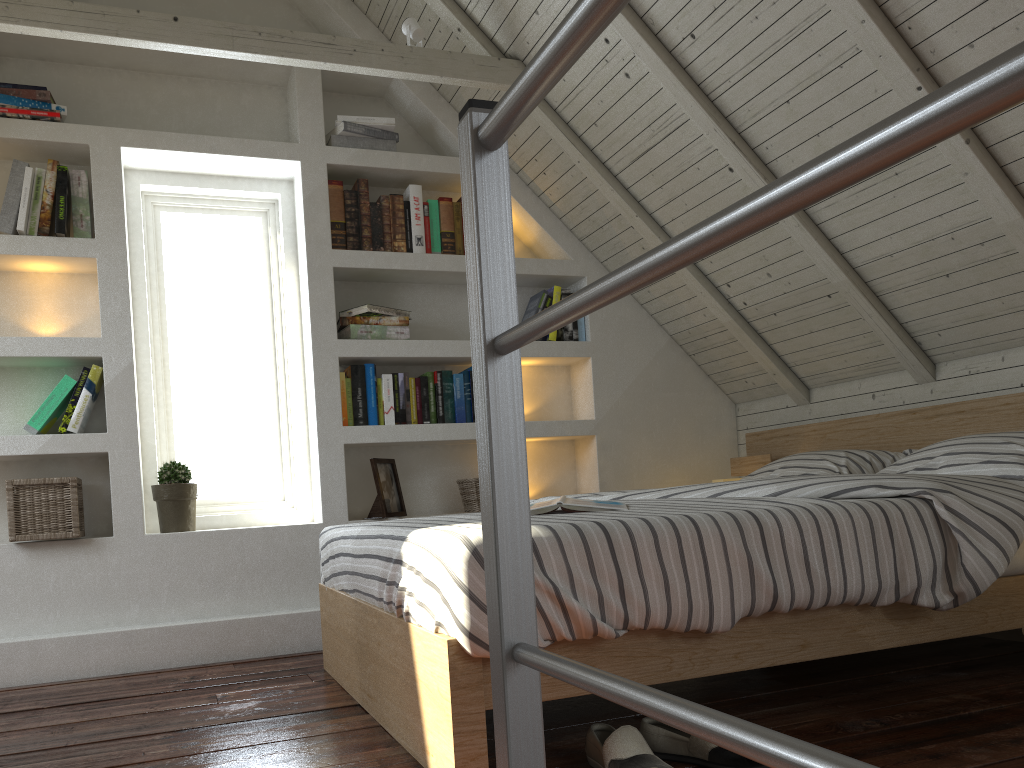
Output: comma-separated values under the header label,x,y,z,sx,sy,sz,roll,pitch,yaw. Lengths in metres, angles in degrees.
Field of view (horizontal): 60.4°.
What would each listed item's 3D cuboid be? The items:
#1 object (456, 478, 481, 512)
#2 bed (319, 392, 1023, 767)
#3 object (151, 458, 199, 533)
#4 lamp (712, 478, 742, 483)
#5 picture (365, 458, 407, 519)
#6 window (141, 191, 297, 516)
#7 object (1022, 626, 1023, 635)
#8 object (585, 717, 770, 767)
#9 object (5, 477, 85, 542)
label,x,y,z,sx,sy,sz,roll,pitch,yaw
object,-0.076,0.441,3.521,0.282,0.134,0.179,0,-6,-30
bed,0.501,0.433,2.451,1.875,0.702,1.888,-1,-7,-21
object,-1.189,0.389,3.111,0.159,0.270,0.161,-2,-2,-29
lamp,0.854,0.498,3.450,0.090,0.252,0.090,-3,-1,-14
picture,-0.494,0.392,3.295,0.127,0.222,0.174,-4,-3,18
window,-1.679,-0.318,2.080,3.094,1.368,1.411,2,-7,-44
object,1.049,0.533,1.482,0.269,0.181,0.532,-6,-7,23
object,0.284,0.639,1.565,0.284,0.090,0.277,-1,-7,-24
object,-1.553,0.418,2.937,0.204,0.200,0.206,-2,-4,-21
